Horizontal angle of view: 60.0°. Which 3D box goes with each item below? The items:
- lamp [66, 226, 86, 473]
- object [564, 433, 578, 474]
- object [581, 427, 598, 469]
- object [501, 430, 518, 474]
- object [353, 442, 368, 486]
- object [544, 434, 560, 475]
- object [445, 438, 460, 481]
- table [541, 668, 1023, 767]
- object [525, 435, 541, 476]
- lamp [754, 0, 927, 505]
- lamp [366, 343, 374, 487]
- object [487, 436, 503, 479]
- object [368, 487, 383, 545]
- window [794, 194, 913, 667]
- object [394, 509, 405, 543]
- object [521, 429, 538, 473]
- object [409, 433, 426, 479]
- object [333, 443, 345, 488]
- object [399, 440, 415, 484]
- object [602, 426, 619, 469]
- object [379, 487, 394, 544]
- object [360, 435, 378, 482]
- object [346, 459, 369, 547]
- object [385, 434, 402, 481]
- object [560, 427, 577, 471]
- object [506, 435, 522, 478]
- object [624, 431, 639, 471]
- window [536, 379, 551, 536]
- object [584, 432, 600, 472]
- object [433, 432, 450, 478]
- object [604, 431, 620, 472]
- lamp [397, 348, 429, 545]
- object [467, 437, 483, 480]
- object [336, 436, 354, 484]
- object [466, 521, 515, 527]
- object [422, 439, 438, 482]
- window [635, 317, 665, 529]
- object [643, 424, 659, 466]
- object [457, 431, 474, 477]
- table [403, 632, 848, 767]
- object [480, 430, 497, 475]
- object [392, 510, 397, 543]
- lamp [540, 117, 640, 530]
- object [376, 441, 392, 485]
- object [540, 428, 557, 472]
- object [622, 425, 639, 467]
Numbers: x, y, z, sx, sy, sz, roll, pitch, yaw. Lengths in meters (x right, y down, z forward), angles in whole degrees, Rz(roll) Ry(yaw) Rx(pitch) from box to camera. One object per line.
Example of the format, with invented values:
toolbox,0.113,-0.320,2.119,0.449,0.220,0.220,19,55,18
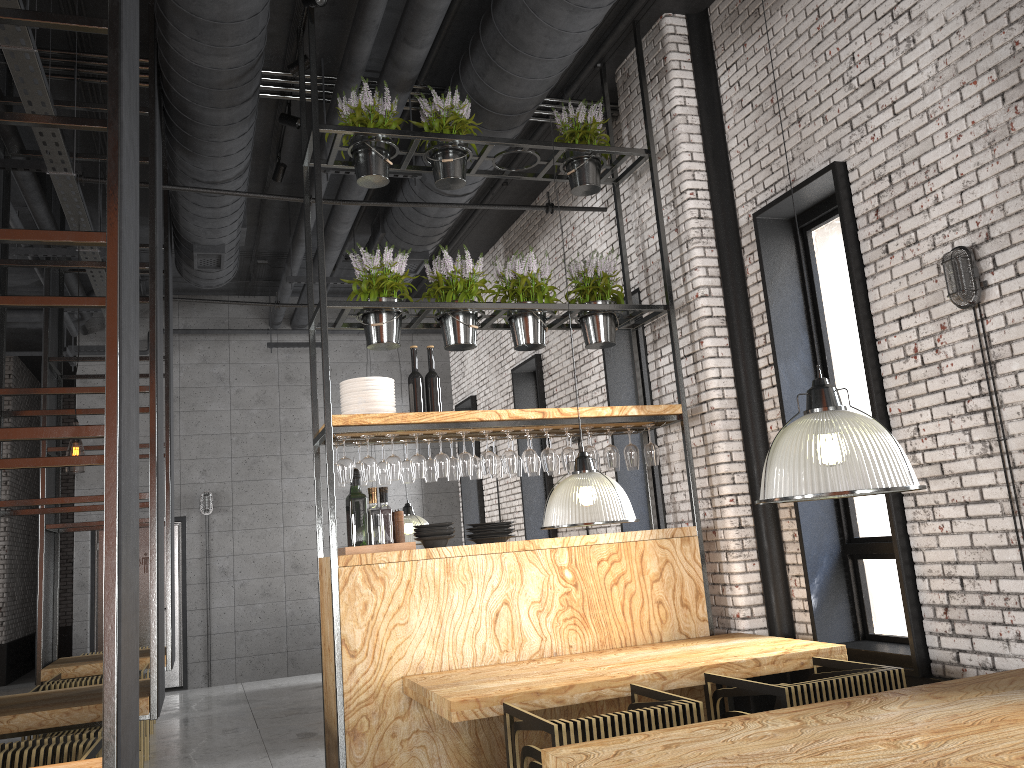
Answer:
lamp,-2.696,-0.251,5.498,0.108,1.605,0.108,-10,-13,26
object,0.403,0.467,5.949,0.101,0.268,0.100,-7,-11,11
object,0.496,0.412,5.686,0.101,0.268,0.100,-7,-11,11
object,-0.018,0.422,5.503,0.101,0.268,0.100,-8,-12,16
object,-0.936,0.494,5.474,0.101,0.268,0.100,-8,-12,16
object,0.264,0.470,5.900,0.101,0.268,0.100,-8,-12,16
object,-0.381,0.483,5.671,0.101,0.268,0.100,-8,-12,16
table,1.283,1.433,2.672,2.116,0.766,0.996,-1,-11,-20
object,0.134,0.472,5.854,0.101,0.268,0.100,-8,-12,16
lamp,0.980,-0.806,3.168,0.536,2.415,0.535,-8,-12,16
lamp,-1.627,0.689,10.247,0.536,2.415,0.535,-9,-12,22
object,-0.110,0.477,5.767,0.101,0.268,0.100,-8,-12,16
object,-0.816,0.799,5.247,0.070,0.369,0.107,-1,-12,-20
window,2.000,0.179,5.126,0.365,2.709,0.745,-1,-12,-20
object,-0.668,0.867,5.274,0.056,0.250,0.055,1,-13,-27
object,0.106,0.419,5.547,0.101,0.268,0.100,-8,-12,16
object,-0.566,0.433,5.309,0.101,0.268,0.100,-8,-12,16
object,-1.067,0.497,5.428,0.101,0.268,0.100,-8,-12,16
object,-0.659,0.489,5.573,0.101,0.268,0.100,-8,-12,16
object,0.635,0.409,5.735,0.101,0.268,0.100,-7,-11,11
object,-0.754,0.798,5.270,0.070,0.369,0.107,-1,-12,-20
object,-0.844,0.439,5.210,0.101,0.268,0.100,-8,-12,16
object,-0.916,0.707,5.219,0.106,0.556,0.156,-1,-12,-20
object,-0.705,0.436,5.260,0.101,0.268,0.100,-8,-12,16
object,0.357,0.414,5.636,0.101,0.268,0.100,-8,-12,16
object,0.013,0.475,5.811,0.101,0.268,0.100,-8,-12,16
object,0.820,0.458,6.097,0.101,0.268,0.100,-7,-11,11
window,0.450,1.104,9.533,0.365,2.709,0.745,-1,-12,-20
object,0.542,0.464,5.999,0.101,0.268,0.100,-7,-11,11
object,-0.427,0.430,5.358,0.101,0.268,0.100,-8,-12,16
object,0.681,0.461,6.048,0.101,0.268,0.100,-7,-11,11
lamp,-1.067,0.355,8.657,0.536,2.415,0.535,-8,-12,16
object,-0.242,0.480,5.721,0.101,0.268,0.100,-8,-12,16
object,-0.974,0.442,5.164,0.101,0.268,0.100,-8,-12,16
object,-0.135,0.879,5.504,0.305,0.040,0.305,3,-13,-36
object,-0.520,0.486,5.622,0.101,0.268,0.100,-8,-12,16
window,1.228,0.639,7.320,0.365,2.709,0.745,-1,-12,-20
object,0.913,0.403,5.833,0.101,0.268,0.100,-7,-11,11
object,-0.288,0.428,5.407,0.101,0.268,0.100,-8,-12,16
table,0.598,1.842,4.620,2.116,0.766,0.996,-1,-11,-20
object,-0.149,0.425,5.457,0.101,0.268,0.100,-8,-12,16
object,-0.696,0.884,5.354,0.056,0.250,0.055,1,-13,-27
lamp,0.323,-0.414,5.036,0.536,2.415,0.535,-8,-12,16
object,-0.798,0.491,5.523,0.101,0.268,0.100,-8,-12,16
object,0.227,0.417,5.590,0.101,0.268,0.100,-8,-12,16
object,0.774,0.406,5.784,0.101,0.268,0.100,-7,-11,11
